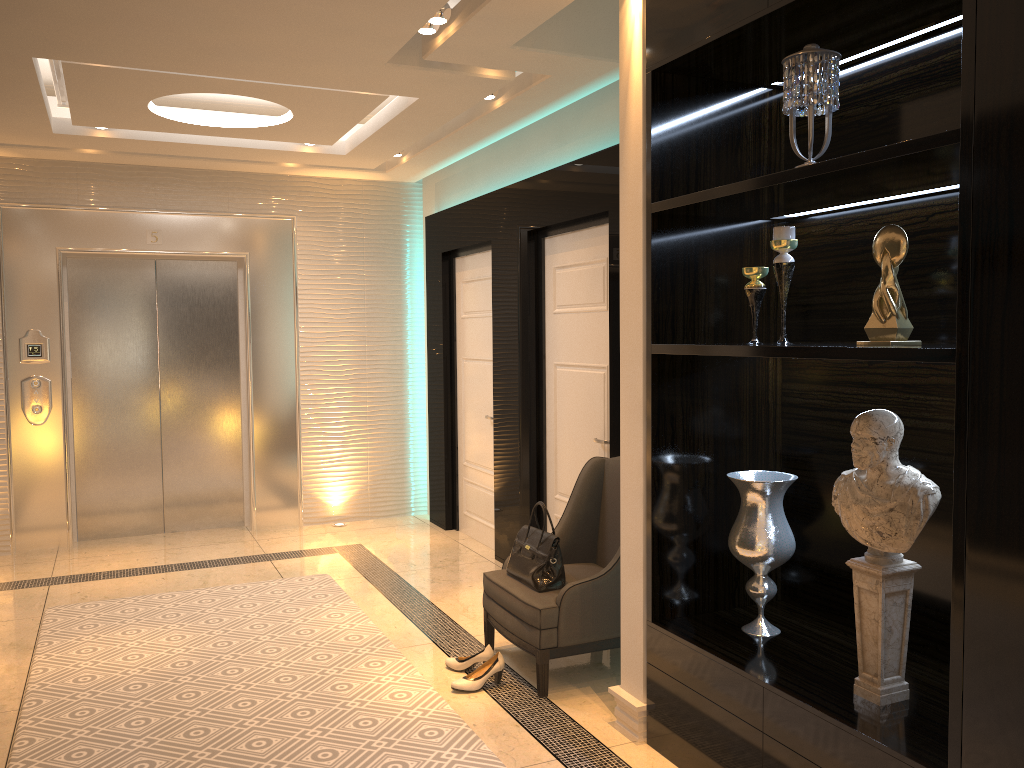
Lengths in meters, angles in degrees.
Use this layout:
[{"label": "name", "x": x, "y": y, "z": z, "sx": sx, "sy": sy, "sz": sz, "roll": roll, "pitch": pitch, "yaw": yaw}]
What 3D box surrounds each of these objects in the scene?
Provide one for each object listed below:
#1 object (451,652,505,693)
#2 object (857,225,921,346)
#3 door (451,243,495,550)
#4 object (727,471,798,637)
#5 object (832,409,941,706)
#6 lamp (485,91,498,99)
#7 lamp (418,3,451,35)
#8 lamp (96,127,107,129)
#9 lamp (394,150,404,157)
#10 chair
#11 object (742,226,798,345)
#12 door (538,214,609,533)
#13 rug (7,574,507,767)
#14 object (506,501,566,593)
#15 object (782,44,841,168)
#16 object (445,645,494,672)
[{"label": "object", "x": -0.136, "y": 1.177, "z": 3.619, "sx": 0.235, "sy": 0.135, "sz": 0.084, "roll": -2, "pitch": 4, "yaw": -22}, {"label": "object", "x": 0.998, "y": -0.261, "z": 2.346, "sx": 0.113, "sy": 0.318, "sz": 0.116, "roll": -2, "pitch": 4, "yaw": -25}, {"label": "door", "x": -0.233, "y": 0.082, "z": 6.073, "sx": 0.089, "sy": 2.034, "sz": 0.919, "roll": -2, "pitch": 4, "yaw": -24}, {"label": "object", "x": 0.832, "y": 0.566, "z": 2.960, "sx": 0.221, "sy": 0.522, "sz": 0.221, "roll": -2, "pitch": 4, "yaw": -20}, {"label": "object", "x": 1.013, "y": 0.462, "z": 2.414, "sx": 0.221, "sy": 0.794, "sz": 0.308, "roll": 0, "pitch": 3, "yaw": 3}, {"label": "lamp", "x": -0.125, "y": -1.544, "z": 4.600, "sx": 0.107, "sy": 0.127, "sz": 0.107, "roll": -4, "pitch": 5, "yaw": -43}, {"label": "lamp", "x": -0.318, "y": -1.480, "z": 3.530, "sx": 0.107, "sy": 0.127, "sz": 0.235, "roll": -2, "pitch": 4, "yaw": -24}, {"label": "lamp", "x": -2.399, "y": -1.555, "z": 5.178, "sx": 0.107, "sy": 0.127, "sz": 0.107, "roll": -1, "pitch": 3, "yaw": -6}, {"label": "lamp", "x": -0.793, "y": -1.623, "z": 6.074, "sx": 0.107, "sy": 0.127, "sz": 0.107, "roll": -4, "pitch": 5, "yaw": -43}, {"label": "chair", "x": 0.279, "y": 0.773, "z": 3.890, "sx": 0.702, "sy": 0.898, "sz": 0.625, "roll": -2, "pitch": 4, "yaw": -23}, {"label": "object", "x": 0.788, "y": -0.300, "z": 2.717, "sx": 0.079, "sy": 0.361, "sz": 0.176, "roll": -4, "pitch": 5, "yaw": -43}, {"label": "door", "x": 0.362, "y": 0.152, "z": 4.762, "sx": 0.089, "sy": 2.034, "sz": 0.919, "roll": -2, "pitch": 4, "yaw": -24}, {"label": "rug", "x": -0.768, "y": 1.292, "z": 2.768, "sx": 1.526, "sy": 0.015, "sz": 5.025, "roll": -2, "pitch": 4, "yaw": -24}, {"label": "object", "x": 0.103, "y": 0.680, "z": 3.820, "sx": 0.168, "sy": 0.345, "sz": 0.366, "roll": -2, "pitch": 4, "yaw": -25}, {"label": "object", "x": 0.819, "y": -0.752, "z": 2.431, "sx": 0.155, "sy": 0.347, "sz": 0.155, "roll": -4, "pitch": 5, "yaw": -44}, {"label": "object", "x": -0.179, "y": 1.167, "z": 3.807, "sx": 0.235, "sy": 0.135, "sz": 0.084, "roll": 1, "pitch": 4, "yaw": 24}]
